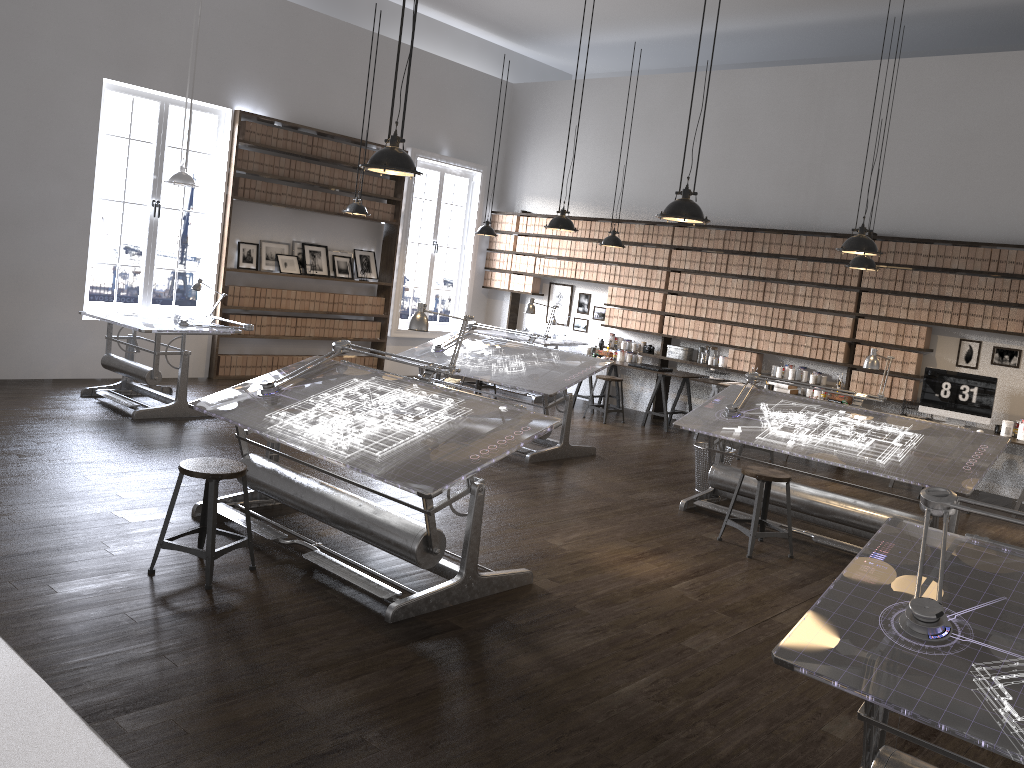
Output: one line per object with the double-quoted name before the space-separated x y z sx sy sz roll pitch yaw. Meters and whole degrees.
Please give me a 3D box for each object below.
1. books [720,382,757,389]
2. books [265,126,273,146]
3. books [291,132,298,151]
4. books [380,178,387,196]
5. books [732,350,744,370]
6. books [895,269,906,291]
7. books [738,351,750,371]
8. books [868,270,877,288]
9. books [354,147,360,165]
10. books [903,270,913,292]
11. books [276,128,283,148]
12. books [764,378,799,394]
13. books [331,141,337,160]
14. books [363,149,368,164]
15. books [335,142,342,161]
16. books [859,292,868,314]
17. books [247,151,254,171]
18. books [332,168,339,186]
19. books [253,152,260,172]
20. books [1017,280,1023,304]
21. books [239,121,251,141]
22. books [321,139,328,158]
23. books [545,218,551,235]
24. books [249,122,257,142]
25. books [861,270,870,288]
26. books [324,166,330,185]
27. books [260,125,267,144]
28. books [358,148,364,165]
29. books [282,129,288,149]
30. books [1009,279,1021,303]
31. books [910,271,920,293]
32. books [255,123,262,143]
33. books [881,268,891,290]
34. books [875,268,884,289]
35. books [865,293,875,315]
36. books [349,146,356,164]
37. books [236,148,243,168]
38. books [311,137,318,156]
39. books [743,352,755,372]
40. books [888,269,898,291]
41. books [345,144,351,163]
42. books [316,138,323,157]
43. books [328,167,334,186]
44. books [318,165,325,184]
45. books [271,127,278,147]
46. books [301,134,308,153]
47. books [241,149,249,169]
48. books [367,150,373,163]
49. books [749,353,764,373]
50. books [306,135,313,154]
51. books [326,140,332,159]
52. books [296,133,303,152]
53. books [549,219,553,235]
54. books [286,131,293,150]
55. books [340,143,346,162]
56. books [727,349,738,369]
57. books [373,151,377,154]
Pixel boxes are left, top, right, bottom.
"books" 2.496 0.008 9.768 0.356 0.029 0.256 13 10 41
"books" -2.840 -2.850 10.189 0.175 0.225 0.066 12 7 41
"books" -2.616 -2.855 10.444 0.175 0.225 0.066 12 7 41
"books" -1.721 -2.559 11.516 0.175 0.225 0.067 12 7 41
"books" 2.649 -0.279 10.309 0.067 0.225 0.174 11 7 41
"books" 4.020 -1.059 9.119 0.067 0.225 0.174 11 7 41
"books" 2.702 -0.266 10.263 0.067 0.225 0.174 11 7 41
"books" 3.816 -1.107 9.300 0.067 0.225 0.174 11 7 41
"books" -2.003 -2.867 11.133 0.175 0.225 0.066 12 7 41
"books" 4.079 -1.046 9.074 0.067 0.225 0.174 11 7 41
"books" -2.744 -2.852 10.294 0.175 0.224 0.066 12 7 41
"books" 2.913 0.020 9.635 0.296 0.147 0.385 13 9 41
"books" -2.239 -2.863 10.872 0.175 0.225 0.066 12 7 41
"books" -1.912 -2.869 11.239 0.175 0.225 0.066 12 6 41
"books" -2.192 -2.864 10.923 0.175 0.225 0.066 12 7 41
"books" 3.749 -0.851 9.356 0.067 0.224 0.174 11 7 41
"books" -3.012 -2.533 10.057 0.175 0.225 0.067 12 7 41
"books" -2.228 -2.549 10.941 0.175 0.225 0.067 12 7 41
"books" -2.965 -2.534 10.112 0.175 0.224 0.066 12 6 41
"books" 4.852 -0.862 8.378 0.067 0.225 0.174 11 7 41
"books" -3.024 -2.845 9.972 0.175 0.225 0.067 12 7 41
"books" -2.328 -2.860 10.760 0.175 0.225 0.066 12 6 41
"books" 0.551 -2.163 12.223 0.067 0.224 0.174 11 7 41
"books" -2.976 -2.846 10.027 0.175 0.225 0.066 12 6 41
"books" 3.765 -1.120 9.350 0.067 0.225 0.174 11 7 41
"books" -2.316 -2.547 10.846 0.175 0.224 0.066 12 6 41
"books" -2.888 -2.850 10.138 0.175 0.225 0.066 12 7 41
"books" -1.960 -2.869 11.188 0.175 0.225 0.066 12 6 41
"books" -2.704 -2.853 10.343 0.175 0.224 0.066 12 7 41
"books" 4.801 -0.875 8.431 0.067 0.224 0.174 11 7 41
"books" 4.129 -1.033 9.024 0.067 0.225 0.174 11 7 41
"books" -2.931 -2.848 10.083 0.175 0.225 0.066 12 6 41
"books" 3.919 -1.083 9.214 0.067 0.224 0.174 11 7 41
"books" 3.869 -1.094 9.252 0.067 0.225 0.174 11 7 41
"books" 3.793 -0.840 9.311 0.067 0.225 0.174 11 7 41
"books" -2.048 -2.866 11.077 0.175 0.225 0.066 12 7 41
"books" -3.109 -2.532 9.956 0.175 0.225 0.066 12 6 41
"books" -2.421 -2.858 10.656 0.175 0.225 0.067 12 7 41
"books" 2.751 -0.254 10.213 0.067 0.225 0.174 11 7 41
"books" 3.969 -1.072 9.172 0.067 0.224 0.174 11 7 41
"books" -2.096 -2.865 11.022 0.175 0.225 0.067 12 6 41
"books" -2.376 -2.860 10.715 0.175 0.224 0.066 12 6 41
"books" -2.276 -2.549 10.894 0.175 0.224 0.066 12 6 41
"books" -2.363 -2.546 10.790 0.175 0.225 0.067 12 7 41
"books" -2.791 -2.851 10.239 0.175 0.225 0.067 12 6 41
"books" -2.519 -2.856 10.547 0.175 0.225 0.066 12 6 41
"books" -3.061 -2.532 10.007 0.175 0.225 0.066 12 6 41
"books" -1.863 -2.870 11.289 0.175 0.225 0.067 12 7 41
"books" 2.807 -0.241 10.170 0.067 0.225 0.174 11 7 41
"books" -2.475 -2.858 10.604 0.175 0.225 0.066 12 6 41
"books" -2.282 -2.861 10.817 0.175 0.225 0.066 12 6 41
"books" -2.569 -2.856 10.497 0.175 0.225 0.066 12 7 41
"books" 0.596 -2.152 12.180 0.067 0.224 0.174 11 7 41
"books" -2.656 -2.853 10.390 0.175 0.225 0.067 12 6 41
"books" -2.141 -2.865 10.978 0.175 0.224 0.066 12 7 41
"books" 2.595 -0.290 10.349 0.067 0.225 0.174 11 7 41
"books" -1.816 -2.871 11.344 0.175 0.224 0.066 12 6 41
